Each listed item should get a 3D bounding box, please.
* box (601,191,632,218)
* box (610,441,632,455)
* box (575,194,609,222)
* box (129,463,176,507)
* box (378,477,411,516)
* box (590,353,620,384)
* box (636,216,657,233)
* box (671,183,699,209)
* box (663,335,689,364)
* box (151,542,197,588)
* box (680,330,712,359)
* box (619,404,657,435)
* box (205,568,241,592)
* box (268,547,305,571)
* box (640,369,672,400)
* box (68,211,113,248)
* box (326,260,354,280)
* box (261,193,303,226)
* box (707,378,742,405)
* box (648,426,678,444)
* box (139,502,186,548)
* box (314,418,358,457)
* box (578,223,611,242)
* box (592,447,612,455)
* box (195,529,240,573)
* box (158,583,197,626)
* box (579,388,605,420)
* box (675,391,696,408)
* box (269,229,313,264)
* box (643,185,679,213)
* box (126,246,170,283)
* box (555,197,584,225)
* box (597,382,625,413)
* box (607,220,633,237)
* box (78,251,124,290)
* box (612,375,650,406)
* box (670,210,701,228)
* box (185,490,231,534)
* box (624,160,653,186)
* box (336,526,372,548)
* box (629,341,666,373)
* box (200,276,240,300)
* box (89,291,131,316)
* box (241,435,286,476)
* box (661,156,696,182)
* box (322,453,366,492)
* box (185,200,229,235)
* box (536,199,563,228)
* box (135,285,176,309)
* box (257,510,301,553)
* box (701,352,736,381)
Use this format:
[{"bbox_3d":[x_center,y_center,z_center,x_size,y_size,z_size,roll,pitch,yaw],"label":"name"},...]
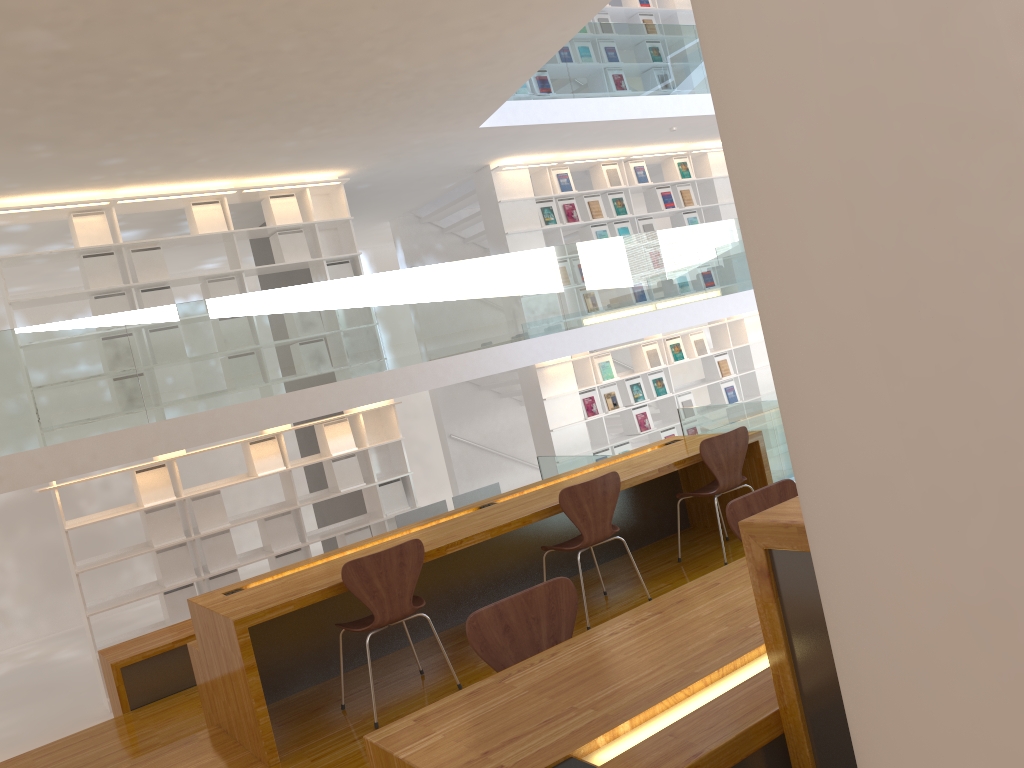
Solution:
[{"bbox_3d":[1.145,-1.998,9.990,0.245,0.296,0.274,-14,2,-33],"label":"box"},{"bbox_3d":[1.179,0.796,9.697,0.245,0.296,0.274,-14,2,-33],"label":"box"},{"bbox_3d":[0.866,-1.927,9.799,0.245,0.296,0.274,-14,2,-33],"label":"box"},{"bbox_3d":[-2.883,0.808,7.115,0.245,0.296,0.274,-14,2,-33],"label":"box"},{"bbox_3d":[-1.141,1.042,8.228,0.245,0.296,0.274,-14,2,-33],"label":"box"},{"bbox_3d":[0.962,-0.166,9.664,0.245,0.296,0.274,-14,2,-33],"label":"box"},{"bbox_3d":[1.513,-1.752,10.203,0.245,0.296,0.274,-14,2,-33],"label":"box"},{"bbox_3d":[2.024,-2.221,10.589,0.245,0.296,0.274,-14,2,-33],"label":"box"},{"bbox_3d":[1.838,-0.389,10.261,0.245,0.296,0.274,-14,2,-33],"label":"box"},{"bbox_3d":[-2.729,1.445,7.144,0.245,0.296,0.274,-14,2,-33],"label":"box"},{"bbox_3d":[-0.238,1.937,8.634,7.125,3.764,0.498,-14,2,-33],"label":"box"},{"bbox_3d":[1.401,0.393,9.888,0.245,0.296,0.274,-14,2,-33],"label":"box"},{"bbox_3d":[-2.382,1.696,7.343,0.245,0.296,0.274,-14,2,-33],"label":"box"},{"bbox_3d":[-1.925,1.580,7.654,0.245,0.296,0.274,-14,2,-33],"label":"box"},{"bbox_3d":[1.604,0.010,10.064,0.245,0.296,0.274,-14,2,-33],"label":"box"},{"bbox_3d":[-3.342,-1.200,7.041,0.245,0.296,0.274,-14,2,-33],"label":"box"},{"bbox_3d":[-1.600,-0.966,8.154,0.245,0.296,0.274,-14,2,-33],"label":"box"},{"bbox_3d":[-2.049,-1.528,7.924,0.245,0.296,0.274,-14,2,-33],"label":"box"},{"bbox_3d":[2.558,0.106,10.676,0.245,0.296,0.274,-14,2,-33],"label":"box"},{"bbox_3d":[1.747,0.651,10.085,0.245,0.296,0.274,-14,2,-33],"label":"box"},{"bbox_3d":[-2.810,1.127,7.127,0.245,0.296,0.274,-14,2,-33],"label":"box"},{"bbox_3d":[-1.589,0.479,7.998,0.245,0.296,0.274,-14,2,-33],"label":"box"},{"bbox_3d":[0.940,-1.607,9.812,0.245,0.296,0.274,-14,2,-33],"label":"box"},{"bbox_3d":[0.940,0.856,9.533,0.245,0.296,0.274,-14,2,-33],"label":"box"},{"bbox_3d":[-2.444,1.373,7.338,0.245,0.296,0.274,-14,2,-33],"label":"box"},{"bbox_3d":[-2.671,1.770,7.145,0.245,0.296,0.274,-14,2,-33],"label":"box"},{"bbox_3d":[0.790,0.215,9.508,0.245,0.296,0.274,-14,2,-33],"label":"box"},{"bbox_3d":[1.972,0.255,10.277,0.245,0.296,0.274,-14,2,-33],"label":"box"},{"bbox_3d":[-1.977,-1.209,7.935,0.245,0.296,0.274,-14,2,-33],"label":"box"},{"bbox_3d":[1.748,-2.154,10.402,0.245,0.296,0.274,-14,2,-33],"label":"box"},{"bbox_3d":[-2.977,-0.954,7.253,0.245,0.296,0.274,-14,2,-33],"label":"box"},{"bbox_3d":[0.569,-1.852,9.612,0.245,0.296,0.274,-14,2,-33],"label":"box"},{"bbox_3d":[1.029,0.155,9.686,0.245,0.296,0.274,-14,2,-33],"label":"box"},{"bbox_3d":[1.214,-1.676,9.999,0.245,0.296,0.274,-14,2,-33],"label":"box"},{"bbox_3d":[-3.269,-0.881,7.053,0.245,0.296,0.274,-14,2,-33],"label":"box"},{"bbox_3d":[1.323,0.074,9.873,0.245,0.296,0.274,-14,2,-33],"label":"box"},{"bbox_3d":[2.098,-1.901,10.602,0.245,0.296,0.274,-14,2,-33],"label":"box"},{"bbox_3d":[-2.517,1.054,7.326,0.245,0.296,0.274,-14,2,-33],"label":"box"},{"bbox_3d":[1.415,-2.406,10.212,0.245,0.296,0.274,-14,2,-33],"label":"box"},{"bbox_3d":[-1.403,1.447,8.011,0.245,0.296,0.274,-14,2,-33],"label":"box"},{"bbox_3d":[1.537,-0.312,10.056,0.245,0.296,0.274,-14,2,-33],"label":"box"},{"bbox_3d":[-2.469,-0.745,7.561,0.245,0.296,0.274,-14,2,-33],"label":"box"},{"bbox_3d":[-3.188,-0.562,7.070,0.245,0.296,0.274,-14,2,-33],"label":"box"},{"bbox_3d":[-2.137,0.617,7.621,0.245,0.296,0.274,-14,2,-33],"label":"box"},{"bbox_3d":[1.990,-2.552,10.605,0.245,0.296,0.274,-14,2,-33],"label":"box"},{"bbox_3d":[-1.518,0.799,8.009,0.245,0.296,0.274,-14,2,-33],"label":"box"},{"bbox_3d":[-2.596,-1.391,7.548,0.245,0.296,0.274,-14,2,-33],"label":"box"},{"bbox_3d":[0.330,-1.792,9.434,0.245,0.296,0.274,-14,2,-33],"label":"box"},{"bbox_3d":[-2.903,-0.635,7.264,0.245,0.296,0.274,-14,2,-33],"label":"box"},{"bbox_3d":[-2.009,1.263,7.635,0.245,0.296,0.274,-14,2,-33],"label":"box"},{"bbox_3d":[2.483,-0.213,10.663,0.245,0.296,0.274,-14,2,-33],"label":"box"}]
